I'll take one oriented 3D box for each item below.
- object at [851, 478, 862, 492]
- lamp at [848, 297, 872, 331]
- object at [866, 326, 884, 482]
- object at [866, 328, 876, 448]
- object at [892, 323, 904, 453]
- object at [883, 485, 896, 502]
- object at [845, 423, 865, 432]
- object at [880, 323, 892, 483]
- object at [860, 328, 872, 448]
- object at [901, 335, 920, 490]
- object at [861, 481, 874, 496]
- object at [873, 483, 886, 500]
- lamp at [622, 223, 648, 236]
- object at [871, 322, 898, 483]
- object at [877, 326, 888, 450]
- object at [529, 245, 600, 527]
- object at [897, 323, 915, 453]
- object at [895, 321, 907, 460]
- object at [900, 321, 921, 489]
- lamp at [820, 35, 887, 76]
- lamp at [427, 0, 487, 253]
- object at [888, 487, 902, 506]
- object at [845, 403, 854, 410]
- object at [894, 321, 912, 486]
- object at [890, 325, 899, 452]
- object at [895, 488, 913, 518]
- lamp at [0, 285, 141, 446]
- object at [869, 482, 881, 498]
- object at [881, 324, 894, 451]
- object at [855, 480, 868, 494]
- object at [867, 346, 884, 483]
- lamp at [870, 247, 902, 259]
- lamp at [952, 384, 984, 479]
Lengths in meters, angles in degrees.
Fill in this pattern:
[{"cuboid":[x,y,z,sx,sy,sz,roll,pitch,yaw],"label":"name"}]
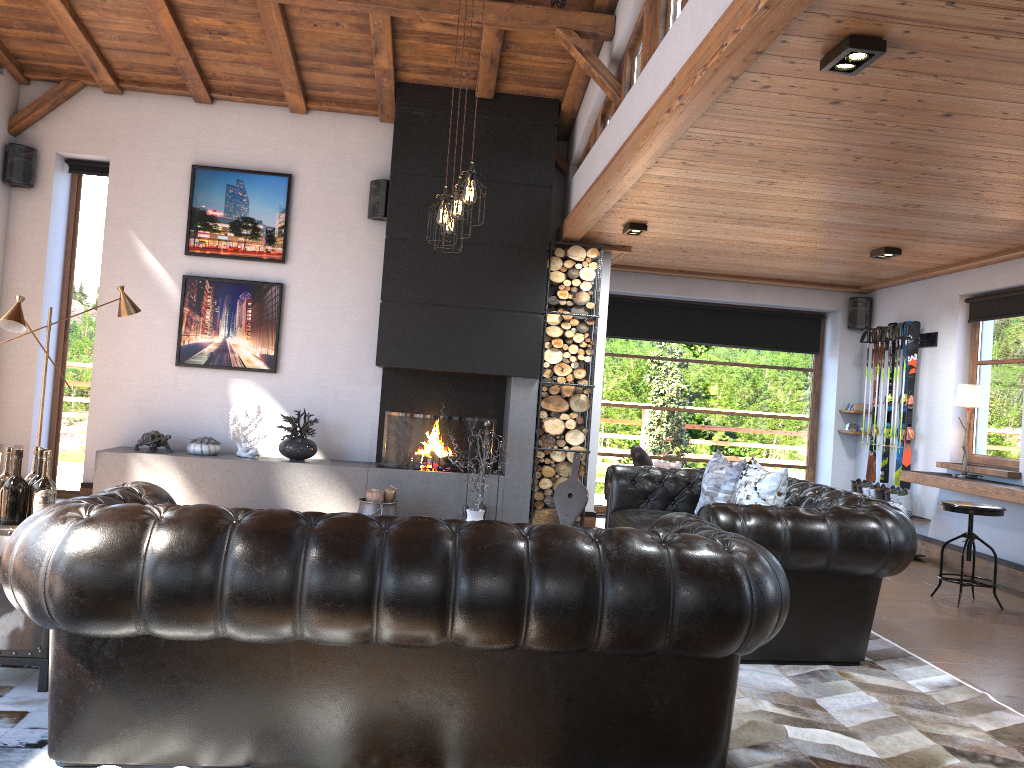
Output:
[{"cuboid":[3.562,1.114,9.222,0.253,0.270,0.116,4,-2,-16],"label":"object"},{"cuboid":[3.806,-0.769,9.696,0.214,0.349,0.213,4,-1,-6],"label":"lamp"},{"cuboid":[3.756,0.203,9.116,0.115,1.607,0.095,4,-2,-6],"label":"object"},{"cuboid":[3.695,0.044,9.187,0.059,1.250,0.120,5,-2,-23],"label":"object"},{"cuboid":[3.676,0.033,8.516,0.059,1.250,0.119,5,-2,-38],"label":"object"},{"cuboid":[3.643,1.112,8.603,0.251,0.270,0.117,4,-2,9],"label":"object"},{"cuboid":[3.724,0.471,9.602,0.186,0.084,0.355,4,-1,30],"label":"object"},{"cuboid":[3.805,0.188,8.981,0.111,1.622,0.072,4,-2,-6],"label":"object"},{"cuboid":[3.626,0.038,9.143,0.122,1.250,0.058,5,-2,-24],"label":"object"},{"cuboid":[3.816,0.214,8.548,0.115,1.607,0.095,4,-2,-6],"label":"object"},{"cuboid":[3.581,1.112,8.982,0.252,0.270,0.116,4,-2,-1],"label":"object"},{"cuboid":[3.599,1.110,8.734,0.250,0.270,0.117,4,-2,14],"label":"object"},{"cuboid":[1.006,-1.270,7.255,0.155,0.068,0.260,4,-1,-5],"label":"lamp"},{"cuboid":[3.729,0.182,8.907,0.255,1.622,0.103,4,-2,-10],"label":"object"},{"cuboid":[3.716,0.042,8.954,0.059,1.250,0.120,5,-2,-23],"label":"object"},{"cuboid":[0.450,0.070,8.029,0.495,2.613,0.465,4,-2,-6],"label":"object"},{"cuboid":[3.771,0.040,8.471,0.059,1.250,0.119,6,-2,-44],"label":"object"},{"cuboid":[3.855,0.189,8.763,0.111,1.622,0.072,4,-2,-6],"label":"object"},{"cuboid":[3.814,0.198,8.451,0.115,1.607,0.095,4,-2,-6],"label":"object"},{"cuboid":[1.337,-1.296,3.482,0.155,0.068,0.260,4,-1,-5],"label":"lamp"},{"cuboid":[-0.291,-1.948,5.352,0.263,2.202,0.798,5,-2,-14],"label":"lamp"},{"cuboid":[3.630,1.109,8.433,0.253,0.270,0.116,4,-2,-11],"label":"object"},{"cuboid":[3.733,0.253,9.689,0.160,0.084,0.189,4,-1,-7],"label":"object"},{"cuboid":[3.851,0.188,8.687,0.111,1.622,0.072,4,-2,-6],"label":"object"},{"cuboid":[3.736,0.041,8.722,0.059,1.250,0.120,5,-2,-23],"label":"object"},{"cuboid":[3.641,1.108,8.307,0.253,0.270,0.116,4,-2,-11],"label":"object"},{"cuboid":[-3.488,0.124,6.683,0.524,1.899,1.329,4,-1,16],"label":"lamp"},{"cuboid":[3.607,1.113,8.863,0.252,0.270,0.116,4,-2,-1],"label":"object"},{"cuboid":[3.671,0.036,8.728,0.119,1.250,0.059,3,-2,41],"label":"object"},{"cuboid":[3.570,1.113,9.105,0.252,0.270,0.116,4,-2,-1],"label":"object"},{"cuboid":[3.757,0.219,9.213,0.115,1.607,0.095,4,-2,-6],"label":"object"},{"cuboid":[3.161,-1.112,7.498,0.155,0.068,0.260,4,-1,-5],"label":"lamp"},{"cuboid":[4.028,0.758,7.523,0.633,1.482,0.245,4,-2,-3],"label":"lamp"}]
